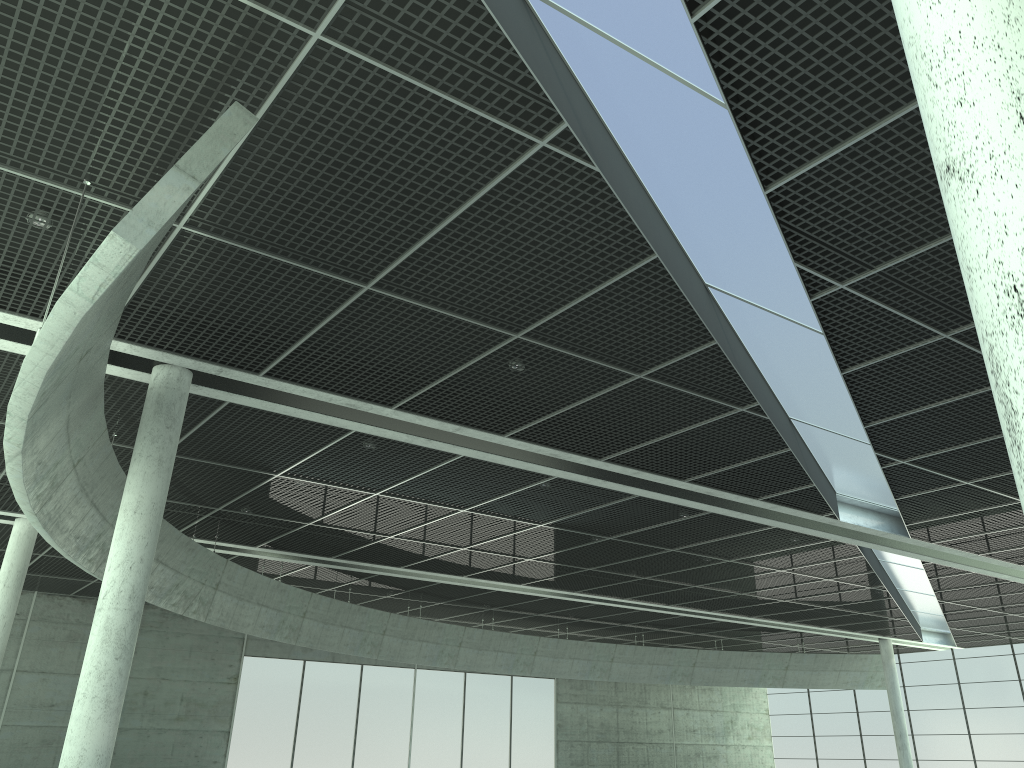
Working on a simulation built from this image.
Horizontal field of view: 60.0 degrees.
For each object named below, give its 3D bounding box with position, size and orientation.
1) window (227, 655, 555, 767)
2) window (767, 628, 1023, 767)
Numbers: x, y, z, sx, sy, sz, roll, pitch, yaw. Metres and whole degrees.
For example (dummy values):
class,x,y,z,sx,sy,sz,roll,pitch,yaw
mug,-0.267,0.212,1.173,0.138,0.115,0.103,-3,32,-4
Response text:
class,x,y,z,sx,sy,sz,roll,pitch,yaw
window,-9.163,34.472,81.012,33.498,10.662,0.159,18,-30,-32
window,20.046,15.329,45.469,100.696,16.081,99.650,18,-30,-32
